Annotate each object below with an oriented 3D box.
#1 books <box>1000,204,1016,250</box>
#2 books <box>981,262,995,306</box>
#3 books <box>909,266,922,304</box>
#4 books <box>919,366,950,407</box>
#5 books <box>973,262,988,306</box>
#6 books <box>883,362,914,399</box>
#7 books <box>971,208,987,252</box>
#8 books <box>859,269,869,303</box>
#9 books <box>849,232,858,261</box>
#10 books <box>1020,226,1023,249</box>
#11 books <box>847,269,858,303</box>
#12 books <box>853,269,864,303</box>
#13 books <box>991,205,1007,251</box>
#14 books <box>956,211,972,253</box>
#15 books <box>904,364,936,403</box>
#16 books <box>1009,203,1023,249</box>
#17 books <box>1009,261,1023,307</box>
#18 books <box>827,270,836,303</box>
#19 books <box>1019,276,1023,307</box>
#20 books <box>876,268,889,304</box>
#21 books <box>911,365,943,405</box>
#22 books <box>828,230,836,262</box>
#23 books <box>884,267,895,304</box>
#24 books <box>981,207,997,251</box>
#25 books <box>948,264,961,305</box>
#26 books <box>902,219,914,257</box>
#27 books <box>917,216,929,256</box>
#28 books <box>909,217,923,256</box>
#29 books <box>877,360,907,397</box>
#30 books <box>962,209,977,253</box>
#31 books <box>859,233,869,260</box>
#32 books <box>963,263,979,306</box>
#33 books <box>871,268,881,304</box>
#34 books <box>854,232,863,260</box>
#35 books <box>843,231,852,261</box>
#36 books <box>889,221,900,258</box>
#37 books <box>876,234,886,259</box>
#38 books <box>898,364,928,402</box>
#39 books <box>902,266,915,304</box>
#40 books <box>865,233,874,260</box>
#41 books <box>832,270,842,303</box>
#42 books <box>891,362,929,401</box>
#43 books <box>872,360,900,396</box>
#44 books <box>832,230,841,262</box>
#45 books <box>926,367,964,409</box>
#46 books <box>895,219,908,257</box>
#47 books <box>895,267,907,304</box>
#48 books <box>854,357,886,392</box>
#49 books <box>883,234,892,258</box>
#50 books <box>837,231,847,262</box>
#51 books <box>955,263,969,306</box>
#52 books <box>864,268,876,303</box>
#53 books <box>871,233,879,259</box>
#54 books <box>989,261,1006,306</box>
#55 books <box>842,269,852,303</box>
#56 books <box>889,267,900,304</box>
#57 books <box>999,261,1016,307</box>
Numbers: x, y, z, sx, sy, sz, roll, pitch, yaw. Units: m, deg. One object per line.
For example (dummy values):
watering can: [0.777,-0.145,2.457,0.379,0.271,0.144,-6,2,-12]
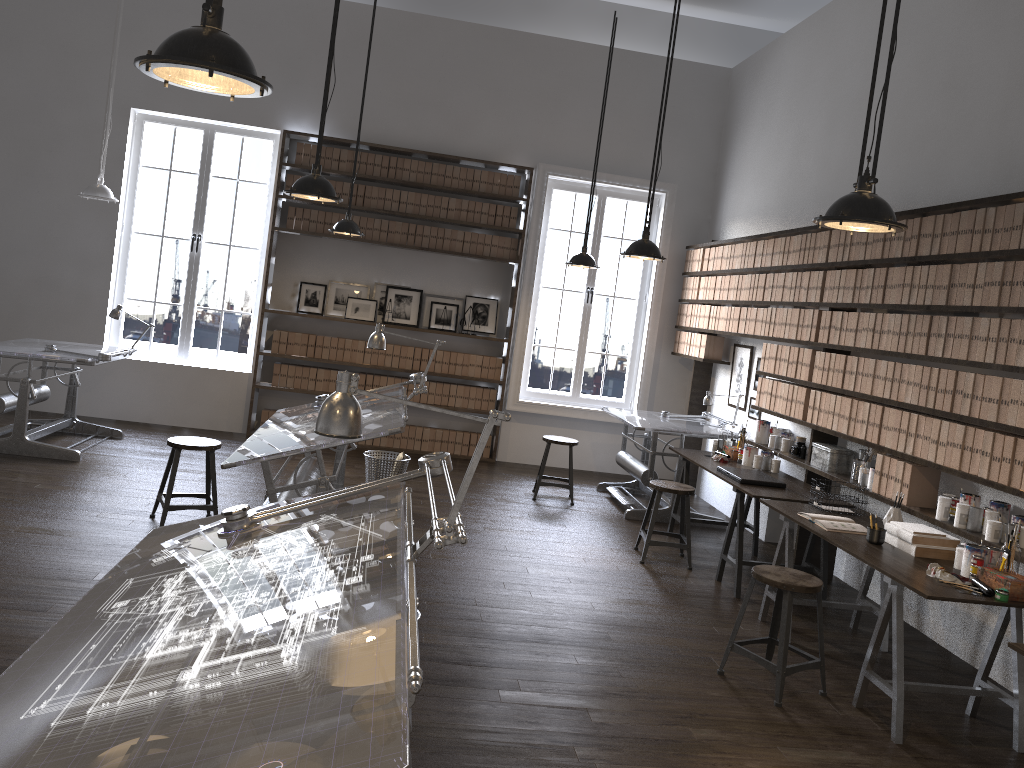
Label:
books: [2.473,-0.743,4.277,0.174,0.225,0.067,7,2,-8]
books: [2.426,-0.477,4.365,0.174,0.225,0.067,7,2,-7]
books: [2.348,-0.541,4.981,0.174,0.225,0.067,7,2,-8]
books: [2.301,0.029,4.769,0.174,0.225,0.067,7,2,-8]
books: [2.417,-0.484,4.428,0.174,0.225,0.067,7,2,-7]
books: [2.259,-0.008,5.121,0.174,0.225,0.067,7,2,-7]
books: [2.441,-0.766,4.486,0.174,0.225,0.067,7,2,-7]
books: [2.280,-0.599,5.541,0.174,0.225,0.067,7,2,-8]
books: [2.292,-0.894,5.736,0.174,0.225,0.067,7,2,-7]
books: [2.488,-0.729,4.135,0.174,0.225,0.067,7,2,-8]
books: [2.257,-0.613,5.678,0.174,0.225,0.067,7,2,-7]
books: [2.272,-0.606,5.611,0.174,0.225,0.067,7,2,-8]
books: [2.466,-0.750,4.346,0.174,0.225,0.067,7,2,-8]
books: [2.429,-0.779,4.621,0.174,0.225,0.067,7,2,-7]
books: [2.286,0.014,4.913,0.174,0.225,0.067,7,2,-7]
books: [2.478,-0.737,4.207,0.174,0.225,0.067,7,2,-7]
books: [2.453,-0.456,4.162,0.174,0.225,0.067,7,2,-7]
books: [2.229,-0.641,5.948,0.174,0.225,0.067,7,2,-8]
books: [2.458,-0.449,4.092,0.174,0.225,0.067,7,2,-8]
books: [2.302,-0.577,5.325,0.174,0.225,0.067,7,2,-8]
books: [2.292,0.021,4.841,0.174,0.225,0.067,7,2,-7]
books: [2.255,-0.922,6.010,0.174,0.225,0.067,7,2,-8]
books: [2.317,-0.569,5.253,0.174,0.225,0.067,7,2,-7]
books: [2.453,-0.758,4.415,0.174,0.225,0.067,7,2,-7]
books: [2.394,-0.505,4.639,0.174,0.225,0.067,7,2,-7]
books: [2.369,-0.830,5.119,0.174,0.225,0.067,7,2,-8]
books: [2.387,-0.815,4.971,0.174,0.225,0.067,7,2,-8]
books: [2.373,-0.823,5.044,0.174,0.225,0.067,7,2,-7]
books: [2.251,-0.015,5.192,0.174,0.225,0.067,7,2,-8]
books: [2.432,-0.773,4.558,0.174,0.225,0.067,7,2,-8]
books: [2.304,-0.880,5.596,0.174,0.225,0.067,7,2,-8]
books: [2.406,-0.492,4.499,0.174,0.225,0.067,7,2,-8]
books: [2.298,-0.584,5.401,0.174,0.225,0.067,7,2,-7]
books: [2.299,-0.887,5.666,0.174,0.225,0.067,7,2,-7]
books: [2.280,-0.901,5.804,0.174,0.225,0.067,7,2,-8]
books: [2.351,-0.845,5.259,0.174,0.225,0.067,7,2,-7]
books: [2.328,-0.859,5.396,0.174,0.225,0.067,7,2,-8]
books: [2.282,0.007,4.982,0.174,0.225,0.067,7,2,-8]
books: [2.335,-0.549,5.053,0.174,0.225,0.067,7,2,-8]
books: [2.315,-0.872,5.524,0.174,0.225,0.067,7,2,-7]
books: [2.233,-0.634,5.878,0.174,0.225,0.067,7,2,-7]
books: [2.271,0.000,5.051,0.174,0.225,0.067,7,2,-8]
books: [2.245,-0.021,5.255,0.174,0.225,0.067,7,2,-8]
books: [2.258,-0.916,5.947,0.174,0.225,0.067,7,2,-7]
books: [2.313,0.035,4.707,0.174,0.225,0.067,7,2,-7]
books: [2.355,-0.838,5.189,0.174,0.225,0.067,7,2,-8]
books: [2.326,-0.556,5.124,0.174,0.225,0.067,7,2,-7]
books: [2.221,-0.042,5.458,0.174,0.225,0.067,7,2,-8]
books: [2.342,-0.852,5.330,0.174,0.225,0.067,7,2,-7]
books: [2.267,-0.909,5.876,0.174,0.225,0.067,7,2,-8]
books: [2.401,-0.498,4.569,0.174,0.225,0.067,7,2,-7]
books: [2.285,-0.592,5.471,0.174,0.225,0.067,7,2,-7]
books: [2.324,-0.866,5.462,0.174,0.225,0.067,7,2,-7]
books: [2.430,-0.471,4.299,0.174,0.225,0.067,7,2,-8]
books: [2.254,-0.620,5.744,0.174,0.225,0.067,7,2,-8]
books: [2.323,-0.562,5.188,0.174,0.225,0.067,7,2,-8]
books: [2.444,-0.463,4.233,0.174,0.225,0.067,7,2,-7]
